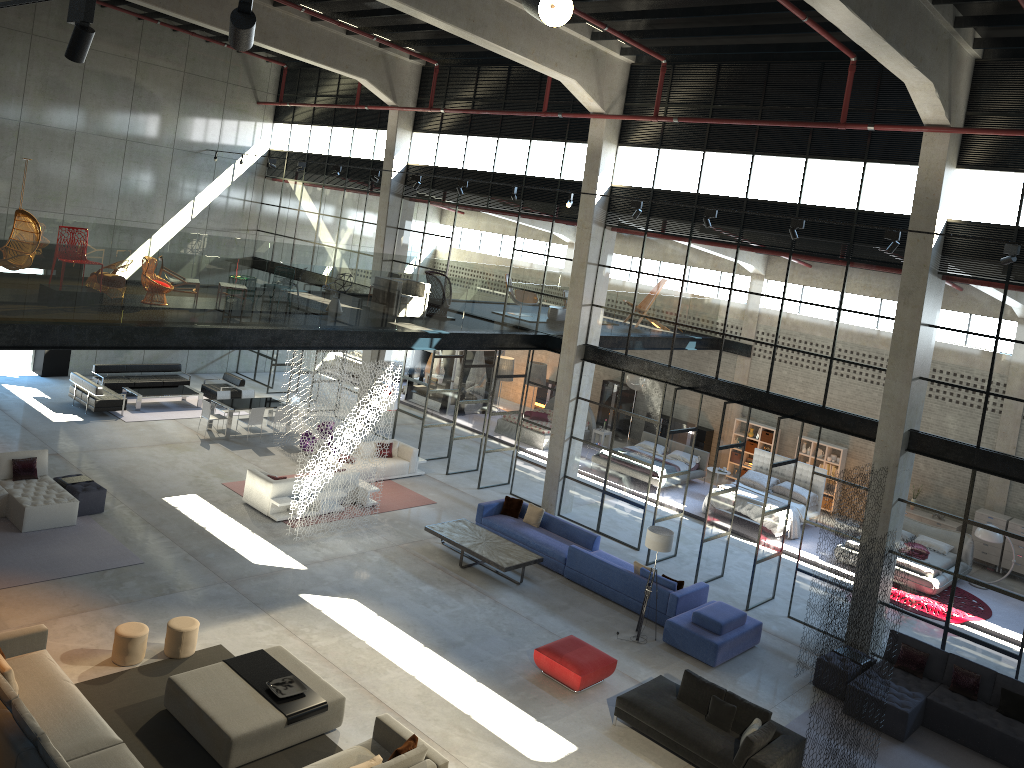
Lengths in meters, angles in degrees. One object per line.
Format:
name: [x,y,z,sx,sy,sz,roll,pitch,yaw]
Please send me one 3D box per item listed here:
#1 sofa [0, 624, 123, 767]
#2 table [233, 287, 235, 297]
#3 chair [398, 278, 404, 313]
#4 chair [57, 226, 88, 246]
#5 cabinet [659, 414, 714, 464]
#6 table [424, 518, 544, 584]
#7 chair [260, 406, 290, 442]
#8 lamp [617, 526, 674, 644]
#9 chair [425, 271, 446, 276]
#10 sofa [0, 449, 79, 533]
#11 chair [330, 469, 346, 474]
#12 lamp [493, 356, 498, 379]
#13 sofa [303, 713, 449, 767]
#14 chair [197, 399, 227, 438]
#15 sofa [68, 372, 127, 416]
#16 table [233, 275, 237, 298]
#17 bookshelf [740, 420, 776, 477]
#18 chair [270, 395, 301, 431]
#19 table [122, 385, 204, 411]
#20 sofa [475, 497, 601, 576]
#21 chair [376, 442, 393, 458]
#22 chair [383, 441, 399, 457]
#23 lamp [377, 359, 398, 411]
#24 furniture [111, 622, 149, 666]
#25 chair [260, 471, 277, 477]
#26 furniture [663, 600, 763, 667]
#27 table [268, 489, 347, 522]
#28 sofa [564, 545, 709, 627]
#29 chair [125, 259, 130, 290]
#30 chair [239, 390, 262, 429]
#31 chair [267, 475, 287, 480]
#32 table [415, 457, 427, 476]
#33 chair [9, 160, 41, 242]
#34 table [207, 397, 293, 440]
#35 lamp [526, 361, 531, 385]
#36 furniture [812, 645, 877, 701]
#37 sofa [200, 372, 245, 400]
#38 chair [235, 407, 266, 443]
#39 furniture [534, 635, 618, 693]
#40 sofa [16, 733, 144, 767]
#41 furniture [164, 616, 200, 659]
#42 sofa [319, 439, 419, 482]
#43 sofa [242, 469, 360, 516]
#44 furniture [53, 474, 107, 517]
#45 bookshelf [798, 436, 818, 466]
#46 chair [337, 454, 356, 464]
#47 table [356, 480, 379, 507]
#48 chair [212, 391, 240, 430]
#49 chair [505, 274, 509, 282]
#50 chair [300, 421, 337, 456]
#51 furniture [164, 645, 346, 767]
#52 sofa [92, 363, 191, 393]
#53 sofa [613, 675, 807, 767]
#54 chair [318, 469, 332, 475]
sofa: [-5.133,3.380,9.336,2.376,0.717,1.049,17,11,41]
table: [-5.279,-1.663,16.522,0.468,0.392,0.644,6,8,-23]
chair: [-2.357,-1.773,18.455,0.818,0.827,0.978,14,9,41]
chair: [-7.160,-2.062,14.441,0.671,0.975,0.642,13,6,42]
cabinet: [4.917,1.682,26.220,2.117,1.151,0.447,16,7,42]
table: [-0.556,3.063,15.965,2.100,0.396,1.022,18,13,41]
chair: [-5.890,0.917,21.859,0.554,0.865,0.417,13,5,42]
lamp: [2.152,3.188,13.868,0.435,1.733,0.664,11,4,39]
chair: [-1.737,-2.072,20.211,0.691,0.980,0.832,10,6,12]
sofa: [-9.255,1.840,13.835,1.856,0.862,4.135,17,12,41]
chair: [-3.623,1.881,17.960,0.273,0.320,0.394,14,9,43]
lamp: [-0.288,0.118,27.699,0.800,1.912,0.689,9,3,-6]
sofa: [-1.834,4.037,8.577,1.071,0.716,2.327,16,11,41]
chair: [-7.224,0.821,21.230,0.426,0.865,0.542,12,5,42]
sofa: [-10.377,0.244,21.986,1.680,0.753,0.817,17,10,41]
table: [-5.338,-1.874,17.308,0.395,0.513,0.414,11,5,17]
bookshelf: [6.731,1.970,24.553,1.260,1.746,0.327,13,5,42]
chair: [-5.856,0.763,22.741,0.426,0.865,0.542,12,5,42]
table: [-9.260,0.367,23.255,0.916,0.404,1.795,17,12,41]
sofa: [0.466,2.920,17.068,2.376,0.600,1.049,18,12,41]
chair: [-2.968,1.539,20.412,0.408,0.333,0.260,7,5,-15]
chair: [-2.848,1.527,20.577,0.378,0.335,0.257,7,5,-14]
lamp: [-2.615,-0.016,18.955,0.436,1.094,0.446,6,4,-40]
furniture: [-4.822,3.277,11.078,0.398,0.398,0.408,5,7,-34]
chair: [-4.729,1.859,17.217,0.393,0.270,0.319,11,7,17]
furniture: [3.257,3.885,14.110,0.966,0.550,1.531,16,12,41]
table: [-3.944,2.356,17.007,0.305,0.366,1.563,14,10,41]
sofa: [2.173,3.417,15.477,2.376,0.717,1.049,17,11,41]
chair: [-7.054,-1.884,15.332,0.746,0.704,0.522,11,5,14]
chair: [-6.722,0.647,22.630,0.554,0.865,0.417,13,5,42]
chair: [-4.546,1.914,17.017,0.402,0.333,0.285,9,5,-3]
table: [-2.468,1.883,20.903,0.916,0.367,0.299,17,9,41]
chair: [-7.750,-2.660,13.803,0.642,1.766,0.598,10,3,16]
table: [-6.549,0.846,21.988,0.916,0.752,1.795,15,11,41]
lamp: [0.735,0.299,27.589,0.800,1.912,0.689,9,3,-6]
furniture: [5.083,4.389,13.392,0.955,0.452,0.518,1,10,-43]
sofa: [-8.088,0.146,24.513,0.967,0.754,0.817,15,9,41]
chair: [-6.358,0.937,21.342,0.554,0.865,0.417,13,5,42]
furniture: [0.889,3.946,12.400,0.869,0.373,0.851,17,12,41]
sofa: [-3.446,3.929,7.773,2.376,0.717,1.049,17,11,41]
furniture: [-4.302,3.296,11.424,0.405,0.398,0.400,13,7,31]
sofa: [-3.247,1.766,20.028,0.958,0.663,2.138,16,11,41]
sofa: [-4.189,2.062,17.576,0.964,0.665,2.129,16,11,41]
furniture: [-7.721,1.968,15.630,0.974,0.452,0.507,15,9,37]
bookshelf: [8.104,2.412,23.291,1.260,1.746,0.327,13,5,42]
chair: [-3.671,1.662,19.538,0.414,0.107,0.412,9,10,-2]
table: [-3.289,2.208,18.393,1.222,0.366,0.299,17,10,41]
chair: [-7.190,0.667,22.112,0.554,0.865,0.417,13,5,42]
chair: [0.278,-2.353,23.394,0.970,1.021,0.805,7,6,-20]
chair: [-4.642,1.294,21.201,0.666,0.743,0.793,14,8,41]
furniture: [-2.992,3.717,10.239,1.473,0.396,1.531,17,13,41]
sofa: [-10.148,-0.103,24.097,0.834,0.752,2.443,15,11,41]
sofa: [2.437,4.347,11.003,2.143,0.557,1.077,18,12,42]
chair: [-3.851,1.881,17.762,0.272,0.316,0.393,12,8,28]
